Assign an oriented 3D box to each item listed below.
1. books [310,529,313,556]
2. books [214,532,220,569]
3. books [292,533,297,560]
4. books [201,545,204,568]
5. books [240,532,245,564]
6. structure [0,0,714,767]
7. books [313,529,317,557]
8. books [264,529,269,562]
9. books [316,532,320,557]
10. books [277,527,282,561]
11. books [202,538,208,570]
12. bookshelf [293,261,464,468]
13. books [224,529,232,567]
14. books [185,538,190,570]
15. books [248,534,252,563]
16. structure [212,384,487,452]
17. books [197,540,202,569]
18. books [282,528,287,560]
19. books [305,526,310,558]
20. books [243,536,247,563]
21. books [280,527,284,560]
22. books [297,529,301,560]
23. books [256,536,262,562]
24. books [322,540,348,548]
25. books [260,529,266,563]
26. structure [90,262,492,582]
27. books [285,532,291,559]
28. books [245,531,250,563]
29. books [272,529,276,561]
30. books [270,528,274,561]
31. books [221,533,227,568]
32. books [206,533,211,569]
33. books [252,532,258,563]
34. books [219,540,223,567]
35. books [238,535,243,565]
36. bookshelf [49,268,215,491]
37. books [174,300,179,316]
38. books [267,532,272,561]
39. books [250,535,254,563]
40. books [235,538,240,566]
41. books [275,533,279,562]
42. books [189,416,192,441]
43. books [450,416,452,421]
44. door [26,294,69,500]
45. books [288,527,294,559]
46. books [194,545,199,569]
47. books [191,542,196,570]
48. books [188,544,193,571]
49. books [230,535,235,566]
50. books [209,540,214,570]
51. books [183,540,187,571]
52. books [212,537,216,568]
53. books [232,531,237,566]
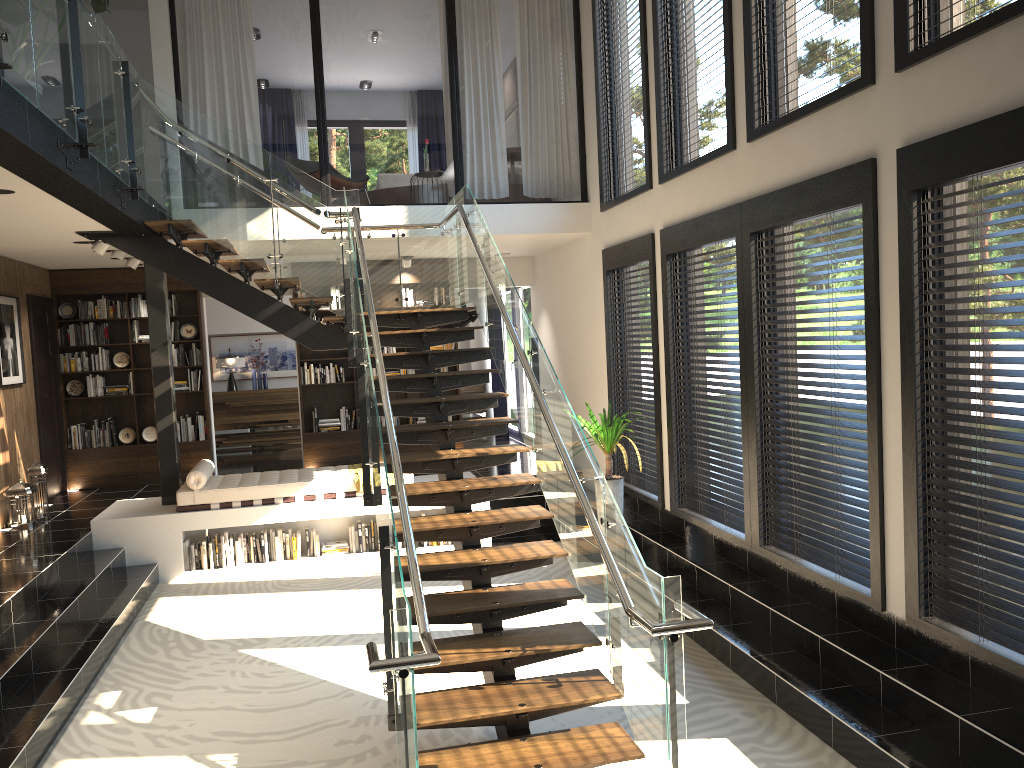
[{"bbox_3d":[-2.013,1.594,8.919,0.045,0.252,0.142,-4,4,-12],"label":"books"},{"bbox_3d":[-2.858,1.615,8.621,0.030,0.322,0.202,-4,4,-12],"label":"books"},{"bbox_3d":[-2.163,1.615,8.827,0.028,0.233,0.205,-4,4,-12],"label":"books"},{"bbox_3d":[-3.002,1.670,8.628,0.020,0.225,0.156,-4,4,-12],"label":"books"},{"bbox_3d":[-2.649,1.612,8.729,0.020,0.296,0.102,-4,4,-12],"label":"books"},{"bbox_3d":[-1.384,-0.093,5.440,3.447,4.872,7.275,-4,3,-13],"label":"structure"},{"bbox_3d":[-1.976,1.590,8.900,0.020,0.258,0.154,-4,4,-12],"label":"books"},{"bbox_3d":[-2.430,1.601,8.785,0.025,0.293,0.205,-4,4,-12],"label":"books"},{"bbox_3d":[-1.951,1.608,8.908,0.030,0.218,0.185,-4,4,-12],"label":"books"},{"bbox_3d":[-2.305,1.587,8.814,0.026,0.305,0.187,-4,4,-12],"label":"books"},{"bbox_3d":[-2.970,1.646,8.602,0.035,0.273,0.200,-4,4,-12],"label":"books"},{"bbox_3d":[-1.752,-0.263,11.704,2.089,2.685,0.273,-4,4,-12],"label":"bookshelf"},{"bbox_3d":[-2.769,1.601,8.658,0.051,0.338,0.187,-4,4,-12],"label":"books"},{"bbox_3d":[-3.130,1.648,8.585,0.024,0.286,0.130,-4,4,-12],"label":"books"},{"bbox_3d":[-2.585,1.625,8.774,0.023,0.260,0.133,-4,4,-12],"label":"books"},{"bbox_3d":[-3.582,0.532,14.898,6.275,0.982,0.885,-3,3,-12],"label":"structure"},{"bbox_3d":[-3.029,1.656,8.628,0.030,0.256,0.145,-4,4,-12],"label":"books"},{"bbox_3d":[-2.261,1.590,8.823,0.023,0.293,0.157,-4,4,-12],"label":"books"},{"bbox_3d":[-2.047,1.581,8.894,0.030,0.284,0.176,-4,4,-12],"label":"books"},{"bbox_3d":[-2.636,1.634,8.780,0.026,0.247,0.149,-4,4,-12],"label":"books"},{"bbox_3d":[-2.282,1.585,8.814,0.020,0.306,0.172,-4,4,-12],"label":"books"},{"bbox_3d":[-2.127,1.600,8.843,0.050,0.258,0.215,-4,4,-12],"label":"books"},{"bbox_3d":[-2.500,1.634,8.782,0.050,0.234,0.149,-4,4,-12],"label":"books"},{"bbox_3d":[-1.792,1.621,8.961,0.249,0.026,0.148,-4,3,-15],"label":"books"},{"bbox_3d":[-2.456,1.600,8.766,0.033,0.300,0.195,-4,4,-12],"label":"books"},{"bbox_3d":[-2.250,0.162,9.145,3.781,3.247,1.148,-4,4,-12],"label":"structure"},{"bbox_3d":[-2.235,1.608,8.845,0.034,0.252,0.151,-4,4,-12],"label":"books"},{"bbox_3d":[-2.612,1.614,8.783,0.025,0.285,0.137,-4,4,-12],"label":"books"},{"bbox_3d":[-2.357,1.599,8.810,0.025,0.287,0.169,-4,4,-12],"label":"books"},{"bbox_3d":[-2.383,1.589,8.812,0.023,0.308,0.126,-4,4,-12],"label":"books"},{"bbox_3d":[-2.801,1.618,8.631,0.028,0.310,0.211,-4,4,-12],"label":"books"},{"bbox_3d":[-2.946,1.623,8.634,0.029,0.314,0.163,-4,4,-12],"label":"books"},{"bbox_3d":[-2.536,1.612,8.759,0.028,0.283,0.172,-4,4,-12],"label":"books"},{"bbox_3d":[-2.832,1.655,8.652,0.029,0.237,0.146,-4,4,-12],"label":"books"},{"bbox_3d":[-2.663,1.627,8.704,0.021,0.271,0.148,-4,4,-12],"label":"books"},{"bbox_3d":[-4.702,-0.084,11.061,1.703,2.685,0.273,-4,4,-12],"label":"bookshelf"},{"bbox_3d":[-4.218,-0.951,11.153,0.022,0.195,0.135,-4,4,-12],"label":"books"},{"bbox_3d":[-2.407,1.609,8.809,0.029,0.271,0.128,-4,4,-12],"label":"books"},{"bbox_3d":[-2.561,1.624,8.763,0.019,0.261,0.182,-4,4,-12],"label":"books"},{"bbox_3d":[-2.684,1.644,8.686,0.029,0.241,0.165,-4,4,-12],"label":"books"},{"bbox_3d":[-2.326,1.618,8.794,0.027,0.246,0.193,-4,4,-12],"label":"books"},{"bbox_3d":[-4.061,0.567,11.232,0.011,0.300,0.153,-4,4,-12],"label":"books"},{"bbox_3d":[-0.838,0.389,11.889,0.025,0.274,0.204,-4,4,-12],"label":"books"},{"bbox_3d":[-5.412,0.166,10.284,0.104,2.349,0.930,-4,4,-12],"label":"door"},{"bbox_3d":[-2.206,1.585,8.861,0.036,0.294,0.128,-4,4,-12],"label":"books"},{"bbox_3d":[-3.056,1.680,8.620,0.029,0.212,0.130,-4,4,-12],"label":"books"},{"bbox_3d":[-3.078,1.668,8.586,0.027,0.241,0.149,-4,4,-12],"label":"books"},{"bbox_3d":[-3.102,1.676,8.578,0.024,0.229,0.171,-4,4,-12],"label":"books"},{"bbox_3d":[-2.730,1.626,8.668,0.025,0.283,0.149,-4,4,-12],"label":"books"},{"bbox_3d":[-2.910,1.652,8.607,0.027,0.254,0.204,-4,4,-12],"label":"books"},{"bbox_3d":[-3.157,1.657,8.595,0.025,0.271,0.156,-4,4,-12],"label":"books"},{"bbox_3d":[-2.891,1.637,8.644,0.028,0.279,0.120,-4,4,-12],"label":"books"},{"bbox_3d":[-2.711,1.609,8.681,0.021,0.313,0.139,-4,4,-12],"label":"books"}]
